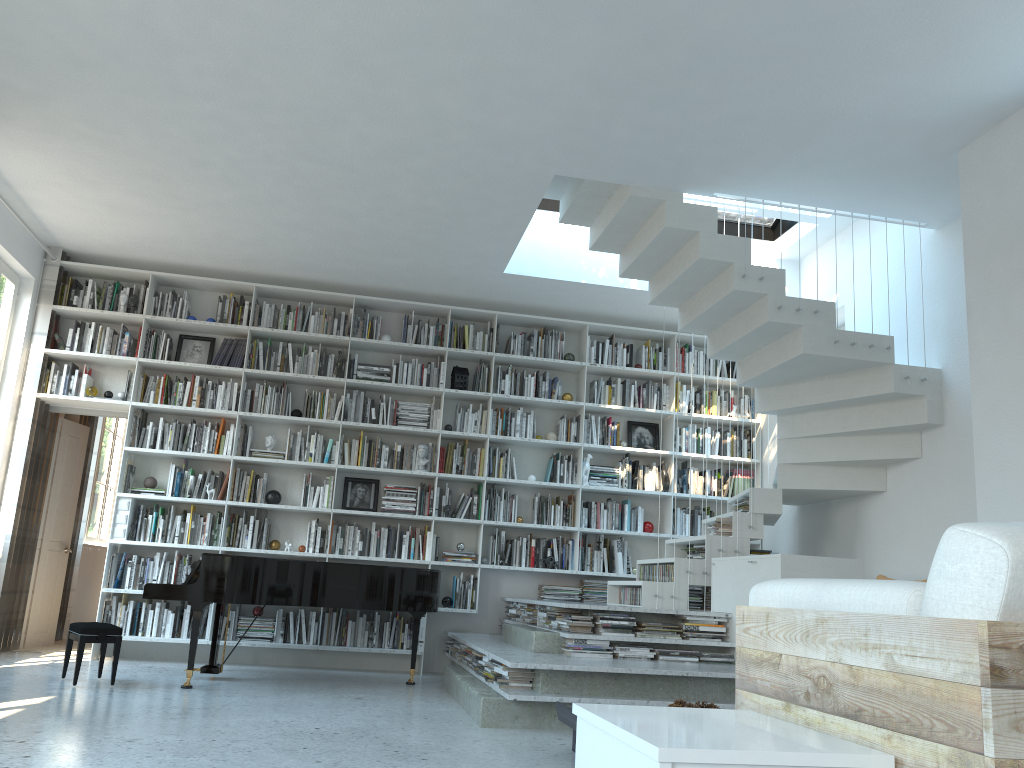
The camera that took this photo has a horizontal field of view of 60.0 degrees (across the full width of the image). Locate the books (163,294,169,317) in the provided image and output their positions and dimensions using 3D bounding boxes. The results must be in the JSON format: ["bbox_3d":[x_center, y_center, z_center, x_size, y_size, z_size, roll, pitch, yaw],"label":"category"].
[{"bbox_3d":[-2.948,-0.632,7.567,0.016,0.242,0.156,6,-13,-10],"label":"books"}]

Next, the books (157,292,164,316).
[{"bbox_3d":[-2.991,-0.640,7.558,0.012,0.248,0.180,6,-13,-10],"label":"books"}]

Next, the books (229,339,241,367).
[{"bbox_3d":[-2.372,-0.232,7.607,0.078,0.285,0.174,6,-13,-10],"label":"books"}]

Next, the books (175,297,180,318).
[{"bbox_3d":[-2.845,-0.612,7.576,0.013,0.219,0.181,6,-13,-10],"label":"books"}]

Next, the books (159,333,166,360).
[{"bbox_3d":[-2.933,-0.283,7.478,0.023,0.257,0.183,6,-13,-10],"label":"books"}]

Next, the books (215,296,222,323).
[{"bbox_3d":[-2.531,-0.604,7.653,0.013,0.277,0.151,6,-13,-10],"label":"books"}]

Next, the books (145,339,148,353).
[{"bbox_3d":[-3.074,-0.276,7.488,0.006,0.232,0.136,6,-13,-10],"label":"books"}]

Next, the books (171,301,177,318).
[{"bbox_3d":[-2.878,-0.596,7.571,0.026,0.182,0.162,6,-13,-10],"label":"books"}]

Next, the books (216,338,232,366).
[{"bbox_3d":[-2.454,-0.239,7.574,0.110,0.279,0.174,6,-13,-10],"label":"books"}]

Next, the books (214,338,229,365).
[{"bbox_3d":[-2.479,-0.238,7.587,0.110,0.279,0.174,6,-13,-10],"label":"books"}]

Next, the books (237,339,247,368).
[{"bbox_3d":[-2.303,-0.228,7.605,0.078,0.285,0.174,6,-13,-10],"label":"books"}]

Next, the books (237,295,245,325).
[{"bbox_3d":[-2.344,-0.600,7.663,0.025,0.296,0.164,6,-13,-10],"label":"books"}]

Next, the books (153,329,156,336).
[{"bbox_3d":[-3.031,-0.303,7.484,0.006,0.288,0.144,6,-13,-10],"label":"books"}]

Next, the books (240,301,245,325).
[{"bbox_3d":[-2.326,-0.575,7.686,0.022,0.260,0.152,6,-13,-10],"label":"books"}]

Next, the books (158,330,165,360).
[{"bbox_3d":[-2.948,-0.293,7.487,0.005,0.280,0.191,6,-13,-10],"label":"books"}]

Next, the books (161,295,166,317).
[{"bbox_3d":[-2.961,-0.626,7.558,0.013,0.224,0.177,6,-13,-10],"label":"books"}]

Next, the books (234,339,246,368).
[{"bbox_3d":[-2.328,-0.228,7.614,0.078,0.285,0.174,6,-13,-10],"label":"books"}]

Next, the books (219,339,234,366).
[{"bbox_3d":[-2.435,-0.233,7.595,0.110,0.279,0.174,6,-13,-10],"label":"books"}]

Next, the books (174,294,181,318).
[{"bbox_3d":[-2.858,-0.627,7.587,0.013,0.252,0.129,6,-13,-10],"label":"books"}]

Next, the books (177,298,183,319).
[{"bbox_3d":[-2.827,-0.608,7.572,0.021,0.213,0.173,6,-13,-10],"label":"books"}]

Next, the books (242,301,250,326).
[{"bbox_3d":[-2.298,-0.572,7.677,0.031,0.253,0.178,6,-13,-10],"label":"books"}]

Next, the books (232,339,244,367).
[{"bbox_3d":[-2.351,-0.229,7.615,0.078,0.285,0.174,6,-13,-10],"label":"books"}]

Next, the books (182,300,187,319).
[{"bbox_3d":[-2.792,-0.596,7.591,0.014,0.201,0.171,6,-13,-10],"label":"books"}]

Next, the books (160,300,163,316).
[{"bbox_3d":[-2.980,-0.609,7.568,0.017,0.193,0.129,6,-13,-10],"label":"books"}]

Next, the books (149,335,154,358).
[{"bbox_3d":[-3.023,-0.277,7.464,0.009,0.228,0.185,6,-13,-10],"label":"books"}]

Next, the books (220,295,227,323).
[{"bbox_3d":[-2.483,-0.604,7.644,0.024,0.279,0.188,6,-13,-10],"label":"books"}]

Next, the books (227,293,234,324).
[{"bbox_3d":[-2.440,-0.614,7.681,0.014,0.320,0.137,6,-13,-10],"label":"books"}]

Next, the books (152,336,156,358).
[{"bbox_3d":[-3.002,-0.282,7.482,0.010,0.248,0.166,6,-13,-10],"label":"books"}]

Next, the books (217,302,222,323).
[{"bbox_3d":[-2.511,-0.576,7.638,0.028,0.218,0.153,6,-13,-10],"label":"books"}]

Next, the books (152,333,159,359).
[{"bbox_3d":[-2.992,-0.284,7.462,0.004,0.245,0.189,6,-13,-10],"label":"books"}]

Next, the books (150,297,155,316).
[{"bbox_3d":[-3.045,-0.623,7.546,0.017,0.203,0.142,6,-13,-10],"label":"books"}]

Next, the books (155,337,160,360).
[{"bbox_3d":[-2.971,-0.267,7.468,0.018,0.218,0.187,6,-13,-10],"label":"books"}]

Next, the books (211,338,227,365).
[{"bbox_3d":[-2.500,-0.242,7.575,0.110,0.279,0.174,6,-13,-10],"label":"books"}]

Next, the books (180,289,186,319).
[{"bbox_3d":[-2.815,-0.645,7.603,0.007,0.300,0.146,6,-13,-10],"label":"books"}]

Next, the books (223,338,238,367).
[{"bbox_3d":[-2.401,-0.237,7.581,0.097,0.282,0.174,6,-13,-10],"label":"books"}]

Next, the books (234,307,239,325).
[{"bbox_3d":[-2.374,-0.548,7.657,0.027,0.190,0.178,6,-13,-10],"label":"books"}]

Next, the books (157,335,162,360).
[{"bbox_3d":[-2.961,-0.276,7.483,0.019,0.243,0.153,6,-13,-10],"label":"books"}]

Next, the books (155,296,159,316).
[{"bbox_3d":[-3.015,-0.622,7.557,0.032,0.209,0.158,6,-13,-10],"label":"books"}]

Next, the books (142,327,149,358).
[{"bbox_3d":[-3.072,-0.313,7.461,0.005,0.292,0.184,6,-13,-10],"label":"books"}]

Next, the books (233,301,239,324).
[{"bbox_3d":[-2.396,-0.576,7.685,0.013,0.254,0.129,6,-13,-10],"label":"books"}]

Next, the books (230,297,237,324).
[{"bbox_3d":[-2.402,-0.593,7.657,0.011,0.273,0.184,6,-13,-10],"label":"books"}]

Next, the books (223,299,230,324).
[{"bbox_3d":[-2.458,-0.587,7.644,0.028,0.248,0.156,6,-13,-10],"label":"books"}]

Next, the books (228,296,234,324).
[{"bbox_3d":[-2.425,-0.597,7.665,0.013,0.282,0.167,6,-13,-10],"label":"books"}]

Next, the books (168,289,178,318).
[{"bbox_3d":[-2.892,-0.649,7.560,0.015,0.279,0.191,6,-13,-10],"label":"books"}]

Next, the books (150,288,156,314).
[{"bbox_3d":[-3.056,-0.662,7.561,0.007,0.284,0.160,6,-13,-10],"label":"books"}]

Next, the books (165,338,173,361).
[{"bbox_3d":[-2.895,-0.257,7.480,0.012,0.213,0.186,6,-13,-10],"label":"books"}]

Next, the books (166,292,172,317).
[{"bbox_3d":[-2.918,-0.639,7.570,0.016,0.260,0.154,6,-13,-10],"label":"books"}]

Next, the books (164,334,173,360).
[{"bbox_3d":[-2.907,-0.277,7.490,0.012,0.254,0.167,6,-13,-10],"label":"books"}]

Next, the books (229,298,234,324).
[{"bbox_3d":[-2.412,-0.589,7.653,0.010,0.263,0.157,6,-13,-10],"label":"books"}]

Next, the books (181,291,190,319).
[{"bbox_3d":[-2.807,-0.638,7.616,0.015,0.292,0.131,6,-13,-10],"label":"books"}]

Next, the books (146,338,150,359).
[{"bbox_3d":[-3.053,-0.265,7.470,0.015,0.206,0.172,6,-13,-10],"label":"books"}]

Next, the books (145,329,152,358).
[{"bbox_3d":[-3.061,-0.306,7.473,0.006,0.286,0.148,6,-13,-10],"label":"books"}]

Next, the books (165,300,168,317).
[{"bbox_3d":[-2.937,-0.604,7.573,0.014,0.192,0.146,6,-13,-10],"label":"books"}]

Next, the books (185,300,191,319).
[{"bbox_3d":[-2.781,-0.596,7.604,0.013,0.209,0.137,6,-13,-10],"label":"books"}]

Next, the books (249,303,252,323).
[{"bbox_3d":[-2.265,-0.564,7.697,0.039,0.251,0.147,6,-13,-10],"label":"books"}]

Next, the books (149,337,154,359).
[{"bbox_3d":[-3.015,-0.271,7.454,0.004,0.213,0.187,6,-13,-10],"label":"books"}]

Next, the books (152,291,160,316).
[{"bbox_3d":[-3.033,-0.647,7.560,0.007,0.258,0.157,6,-13,-10],"label":"books"}]

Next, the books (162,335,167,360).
[{"bbox_3d":[-2.919,-0.275,7.489,0.011,0.249,0.168,6,-13,-10],"label":"books"}]

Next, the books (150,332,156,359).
[{"bbox_3d":[-3.010,-0.290,7.473,0.009,0.259,0.184,6,-13,-10],"label":"books"}]
